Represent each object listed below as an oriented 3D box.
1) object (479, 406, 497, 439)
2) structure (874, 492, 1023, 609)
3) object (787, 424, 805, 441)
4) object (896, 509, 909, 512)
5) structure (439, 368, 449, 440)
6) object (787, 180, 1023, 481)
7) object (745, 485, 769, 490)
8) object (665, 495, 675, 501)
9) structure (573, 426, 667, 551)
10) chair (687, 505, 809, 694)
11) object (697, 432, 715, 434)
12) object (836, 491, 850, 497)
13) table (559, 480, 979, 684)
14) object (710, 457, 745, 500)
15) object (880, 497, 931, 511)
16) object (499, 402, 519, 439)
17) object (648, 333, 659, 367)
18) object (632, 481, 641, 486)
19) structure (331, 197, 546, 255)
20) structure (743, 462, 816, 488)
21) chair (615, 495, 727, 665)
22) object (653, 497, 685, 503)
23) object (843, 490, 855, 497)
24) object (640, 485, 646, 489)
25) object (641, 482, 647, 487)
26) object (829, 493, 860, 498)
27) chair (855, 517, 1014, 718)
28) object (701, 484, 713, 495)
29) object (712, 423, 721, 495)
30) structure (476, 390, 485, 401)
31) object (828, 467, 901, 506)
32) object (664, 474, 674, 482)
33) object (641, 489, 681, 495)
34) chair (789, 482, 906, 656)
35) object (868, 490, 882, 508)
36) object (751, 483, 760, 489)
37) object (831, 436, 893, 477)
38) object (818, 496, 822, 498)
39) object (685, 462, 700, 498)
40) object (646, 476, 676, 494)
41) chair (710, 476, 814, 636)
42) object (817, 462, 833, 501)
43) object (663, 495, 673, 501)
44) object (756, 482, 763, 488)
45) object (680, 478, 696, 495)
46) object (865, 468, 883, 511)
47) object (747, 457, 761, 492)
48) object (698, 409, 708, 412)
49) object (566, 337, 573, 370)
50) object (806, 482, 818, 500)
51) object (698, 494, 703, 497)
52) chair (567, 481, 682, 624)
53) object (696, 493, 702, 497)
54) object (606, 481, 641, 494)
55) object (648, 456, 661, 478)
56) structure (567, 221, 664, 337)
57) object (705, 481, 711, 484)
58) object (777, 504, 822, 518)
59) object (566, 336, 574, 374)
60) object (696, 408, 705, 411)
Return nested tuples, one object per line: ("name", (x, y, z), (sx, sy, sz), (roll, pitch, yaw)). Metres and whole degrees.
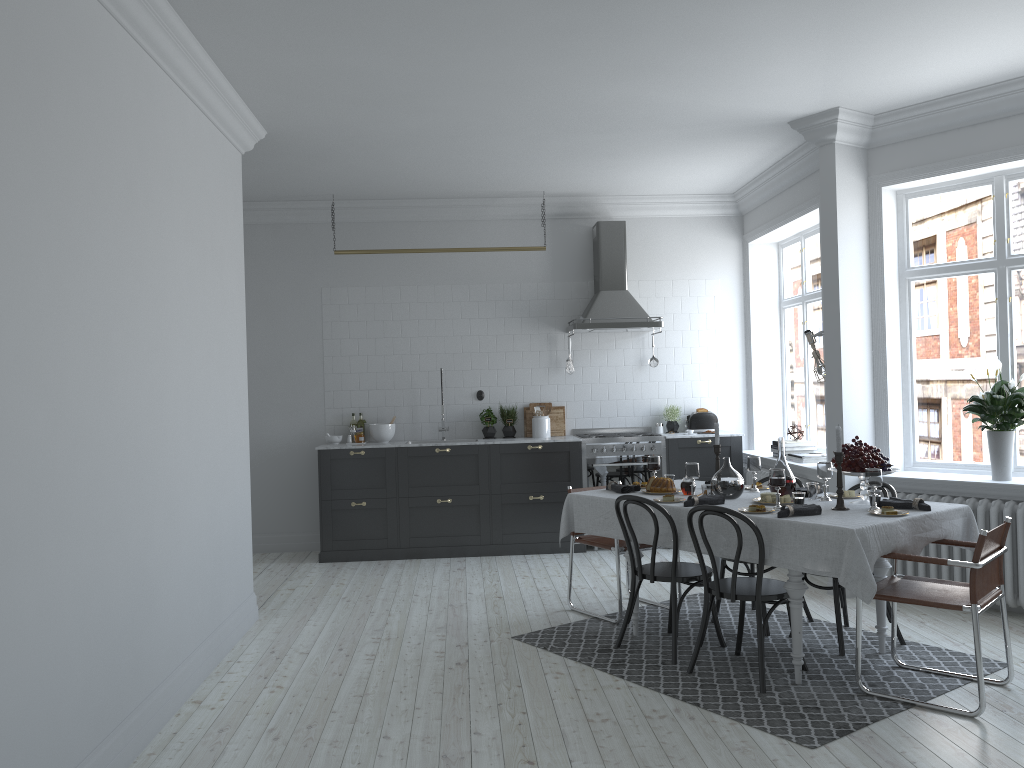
("object", (-0.228, 0.371, 8.522), (0.172, 0.311, 0.179), (-2, 0, 8))
("structure", (3.091, 1.104, 5.611), (0.245, 0.753, 1.710), (-1, 0, -40))
("object", (2.495, 0.428, 7.794), (0.147, 0.148, 0.147), (-2, 0, -12))
("object", (1.960, 0.639, 4.519), (0.031, 0.012, 0.131), (-1, 0, -41))
("structure", (-0.653, 0.193, 8.383), (0.100, 0.692, 0.266), (-2, 0, -3))
("object", (-8.695, -0.462, 3.419), (72.085, 19.432, 33.873), (-1, 0, -38))
("object", (1.542, 0.654, 5.577), (0.182, 0.013, 0.182), (-2, 0, -3))
("object", (0.910, 0.657, 5.124), (0.057, 0.037, 0.021), (-2, 0, 15))
("structure", (1.017, 0.975, 8.387), (0.779, 1.096, 0.651), (-2, 0, -3))
("chair", (1.201, 1.054, 4.614), (0.564, 0.909, 0.463), (-1, 0, -45))
("object", (1.848, 0.462, 8.363), (0.209, 0.011, 0.209), (-2, 0, 34))
("object", (1.888, 0.629, 5.068), (0.039, 0.040, 0.078), (-2, 0, -29))
("table", (1.374, 1.080, 5.115), (1.210, 0.842, 2.179), (-1, 0, -36))
("object", (1.247, 0.546, 5.131), (0.194, 0.245, 0.194), (-2, 0, -20))
("object", (2.050, 0.614, 4.590), (0.247, 0.061, 0.165), (-2, 0, 36))
("object", (-0.034, 0.337, 8.519), (0.186, 0.367, 0.196), (-2, 0, 42))
("object", (1.378, -0.327, 8.646), (0.101, 0.331, 0.030), (-2, 0, 7))
("object", (0.815, 0.660, 5.821), (0.038, 0.041, 0.057), (-2, 0, 30))
("structure", (-0.675, -1.501, 8.248), (1.988, 0.556, 0.053), (-2, 0, -3))
("structure", (2.289, 1.133, 7.810), (0.245, 0.753, 1.673), (-2, 0, -3))
("chair", (0.882, 1.065, 5.088), (0.564, 0.909, 0.463), (-1, 0, -40))
("object", (0.905, 0.670, 5.104), (0.182, 0.013, 0.182), (-2, 0, 12))
("object", (1.923, 0.629, 5.092), (0.040, 0.039, 0.077), (-2, 0, -33))
("object", (0.844, 0.674, 5.813), (0.182, 0.013, 0.182), (-2, 0, -3))
("object", (0.869, 0.660, 5.801), (0.036, 0.039, 0.051), (-2, 0, 36))
("object", (1.908, 0.642, 5.075), (0.182, 0.013, 0.182), (-2, 0, -3))
("chair", (2.039, 1.066, 4.281), (0.593, 0.837, 0.546), (-2, 0, 42))
("object", (1.119, 0.623, 5.081), (0.066, 0.094, 0.066), (-2, 0, -15))
("object", (1.247, 0.451, 5.379), (0.089, 0.432, 0.089), (-2, 0, 19))
("structure", (-0.306, 0.111, 8.624), (0.079, 0.103, 0.032), (-2, 0, -3))
("object", (1.903, 0.553, 4.790), (0.367, 0.188, 0.367), (-2, 0, 38))
("object", (1.006, 0.628, 5.665), (0.066, 0.094, 0.066), (-2, 0, -15))
("object", (0.931, 0.669, 5.509), (0.251, 0.018, 0.251), (-2, 0, -3))
("chair", (1.939, 1.035, 5.136), (0.564, 0.909, 0.463), (-2, 0, -25))
("object", (1.887, 0.600, 4.610), (0.066, 0.094, 0.066), (-2, 0, -15))
("object", (1.525, 0.640, 5.548), (0.038, 0.041, 0.057), (-2, 0, 38))
("object", (1.898, 0.388, 4.779), (0.347, 0.215, 0.318), (-1, 0, -41))
("object", (1.786, 0.646, 5.098), (0.031, 0.012, 0.131), (-2, 0, 39))
("object", (1.049, 0.567, 5.151), (0.083, 0.215, 0.083), (-2, 0, 1))
("object", (0.921, 0.628, 5.502), (0.191, 0.105, 0.164), (-2, 0, 16))
("chair", (1.574, 1.047, 5.584), (0.564, 0.909, 0.463), (-1, 0, -40))
("object", (1.753, 0.546, 4.966), (0.083, 0.215, 0.083), (-2, 0, -8))
("object", (0.895, 0.658, 5.095), (0.057, 0.037, 0.021), (-2, 0, -13))
("object", (1.556, 0.640, 5.609), (0.036, 0.039, 0.051), (-2, 0, -26))
("object", (1.069, 0.622, 5.383), (0.091, 0.101, 0.091), (-2, 0, 42))
("object", (1.852, 0.542, 4.537), (0.083, 0.215, 0.083), (-2, 0, 1))
("object", (1.485, 0.555, 5.434), (0.083, 0.215, 0.083), (-2, 0, 1))
("object", (1.849, 0.294, 8.591), (0.107, 0.110, 0.010), (-2, 0, 1))
("object", (0.555, -0.304, 8.607), (0.066, 0.332, 0.024), (-2, 0, 2))
("object", (1.698, 0.607, 5.011), (0.066, 0.094, 0.066), (-2, 0, 8))
("object", (1.134, 0.666, 5.296), (0.075, 0.009, 0.150), (-2, 0, 32))
("chair", (0.739, 1.107, 5.960), (0.546, 0.837, 0.593), (-2, 0, -32))
("object", (1.125, 0.653, 5.278), (0.031, 0.031, 0.167), (-2, 0, 32))
("object", (0.669, 0.656, 5.625), (0.247, 0.061, 0.165), (-2, 0, 36))
("object", (0.916, 0.572, 5.707), (0.083, 0.215, 0.083), (-2, 0, 1))
("structure", (0.959, -1.005, 8.432), (0.843, 1.079, 0.567), (-2, 0, -3))
("object", (1.350, 0.637, 5.724), (0.165, 0.061, 0.247), (-2, 0, 36))
("object", (1.445, 0.631, 4.436), (0.165, 0.061, 0.247), (-2, 0, 36))
("object", (0.559, -0.280, 8.575), (0.074, 0.381, 0.076), (-2, 0, -23))
("object", (1.851, 0.290, 8.669), (0.107, 0.110, 0.010), (-2, 0, 1))
